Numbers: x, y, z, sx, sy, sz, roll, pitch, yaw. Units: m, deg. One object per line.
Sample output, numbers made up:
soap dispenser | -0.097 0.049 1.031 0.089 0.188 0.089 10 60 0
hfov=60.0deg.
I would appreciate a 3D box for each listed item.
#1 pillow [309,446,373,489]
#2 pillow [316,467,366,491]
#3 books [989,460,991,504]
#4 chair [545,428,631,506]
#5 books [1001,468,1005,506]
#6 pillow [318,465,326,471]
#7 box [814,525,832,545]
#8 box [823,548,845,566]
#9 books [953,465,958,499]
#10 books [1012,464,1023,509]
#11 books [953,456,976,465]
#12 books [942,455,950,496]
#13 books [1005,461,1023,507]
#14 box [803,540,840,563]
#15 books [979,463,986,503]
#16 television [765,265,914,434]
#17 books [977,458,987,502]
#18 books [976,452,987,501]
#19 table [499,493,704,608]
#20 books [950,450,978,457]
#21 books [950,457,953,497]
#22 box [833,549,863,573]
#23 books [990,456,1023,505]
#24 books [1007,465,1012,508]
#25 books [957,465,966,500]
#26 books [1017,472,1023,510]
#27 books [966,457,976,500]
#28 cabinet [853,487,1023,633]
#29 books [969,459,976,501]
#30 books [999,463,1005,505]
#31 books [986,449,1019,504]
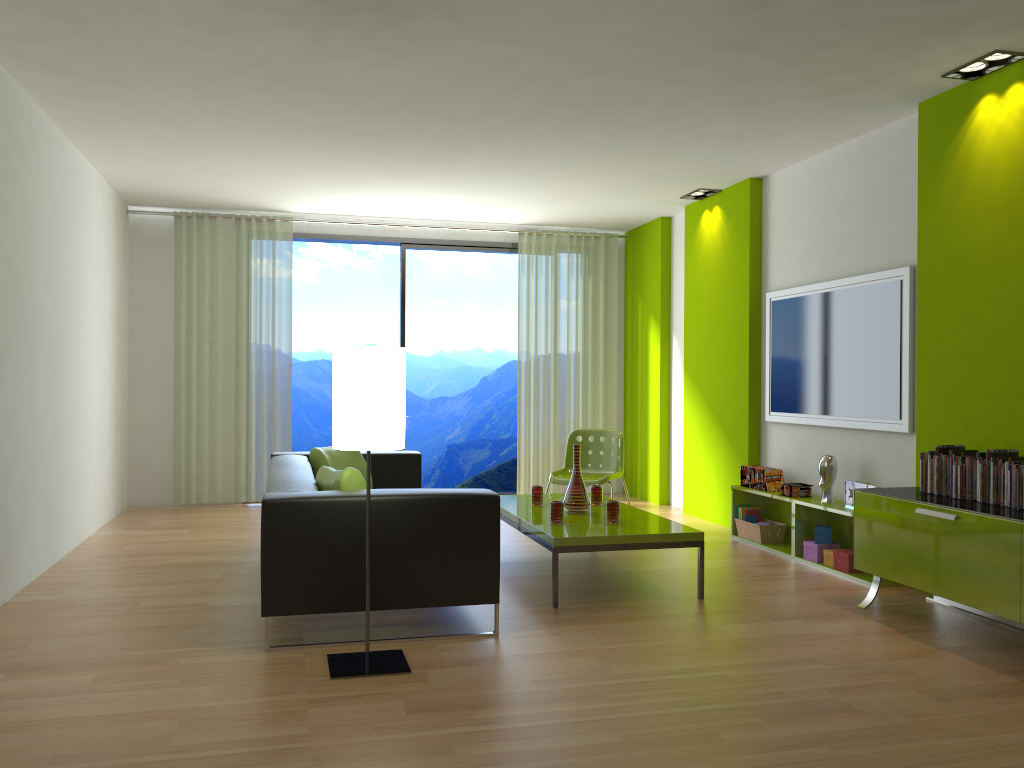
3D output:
pillow | -1.133 0.569 5.807 0.269 0.362 0.399 0 0 34
pillow | -0.778 0.576 4.183 0.210 0.403 0.457 0 0 -28
books | 2.210 0.441 3.977 0.161 0.204 0.014 0 0 -14
chair | 0.562 0.726 6.648 0.640 0.759 0.546 0 0 24
books | 2.226 0.457 3.907 0.163 0.173 0.017 0 0 -14
pillow | -0.888 0.590 4.561 0.164 0.317 0.380 0 0 -31
box | 1.931 0.936 5.497 0.102 0.093 0.138 0 0 21
box | 1.973 1.052 5.360 0.169 0.093 0.102 0 0 -19
books | 2.149 0.461 4.159 0.185 0.162 0.025 0 0 -14
books | 2.232 0.446 3.834 0.161 0.196 0.030 0 0 -14
books | 2.153 0.441 4.186 0.163 0.201 0.025 0 0 -14
books | 2.136 0.441 4.255 0.163 0.201 0.032 0 0 -14
books | 2.232 0.441 3.886 0.163 0.204 0.025 0 0 -14
box | 1.922 1.040 5.504 0.202 0.116 0.135 0 0 -19
books | 2.192 0.450 4.010 0.180 0.185 0.025 0 0 -14
television | 2.047 -0.195 5.709 0.028 0.941 1.537 0 0 -14
books | 2.193 0.441 4.040 0.163 0.204 0.033 0 0 -14
books | 2.195 0.428 4.071 0.144 0.229 0.025 0 0 -14
table | 0.390 0.932 5.280 0.810 0.349 1.682 0 0 -14
books | 2.152 0.428 4.230 0.144 0.227 0.025 0 0 -14
books | 2.148 0.444 4.207 0.163 0.196 0.018 0 0 -14
box | 1.999 1.041 5.203 0.202 0.116 0.135 0 0 -19
books | 2.210 0.434 3.954 0.172 0.217 0.031 0 0 -14
books | 2.226 0.448 3.859 0.161 0.191 0.021 0 0 -14
books | 2.158 0.461 4.132 0.185 0.164 0.025 0 0 -14
books | 2.238 0.461 3.810 0.161 0.166 0.020 0 0 -14
books | 2.175 0.441 4.110 0.163 0.204 0.025 0 0 -14
cabinet | 2.378 0.834 2.936 0.547 0.593 3.384 0 0 -14
books | 2.180 0.443 4.089 0.163 0.198 0.018 0 0 -14
books | 2.227 0.446 3.929 0.151 0.193 0.025 0 0 -14
books | 2.205 0.419 3.991 0.163 0.248 0.017 0 0 -14
